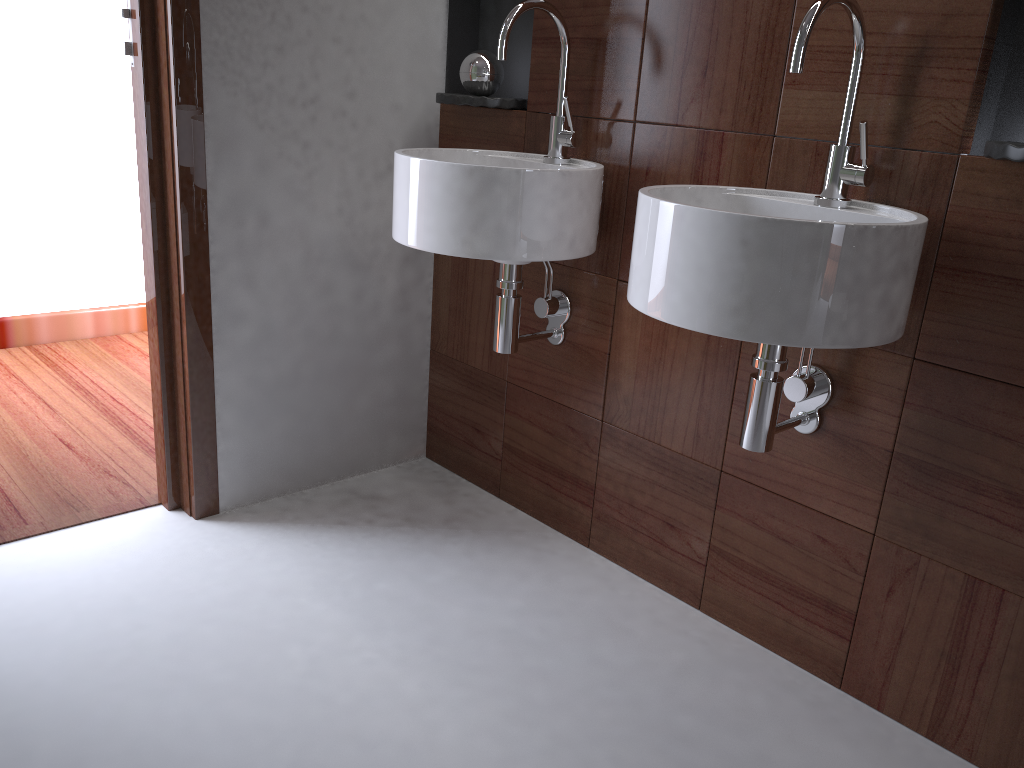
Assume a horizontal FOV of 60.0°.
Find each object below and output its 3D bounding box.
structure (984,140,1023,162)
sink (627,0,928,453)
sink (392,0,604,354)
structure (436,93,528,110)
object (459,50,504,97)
[{"bbox_3d":[0.769,-0.311,1.213,0.220,0.023,0.222,17,23,34],"label":"structure"},{"bbox_3d":[0.394,-0.217,1.343,0.417,0.715,0.415,-12,25,-41],"label":"sink"},{"bbox_3d":[-0.028,-0.394,1.778,0.417,0.715,0.415,-12,25,-41],"label":"sink"},{"bbox_3d":[-0.067,-0.663,2.077,0.222,0.023,0.220,6,19,6],"label":"structure"},{"bbox_3d":[0.347,-0.541,1.616,0.104,0.104,1.350,-12,25,-41],"label":"object"}]
